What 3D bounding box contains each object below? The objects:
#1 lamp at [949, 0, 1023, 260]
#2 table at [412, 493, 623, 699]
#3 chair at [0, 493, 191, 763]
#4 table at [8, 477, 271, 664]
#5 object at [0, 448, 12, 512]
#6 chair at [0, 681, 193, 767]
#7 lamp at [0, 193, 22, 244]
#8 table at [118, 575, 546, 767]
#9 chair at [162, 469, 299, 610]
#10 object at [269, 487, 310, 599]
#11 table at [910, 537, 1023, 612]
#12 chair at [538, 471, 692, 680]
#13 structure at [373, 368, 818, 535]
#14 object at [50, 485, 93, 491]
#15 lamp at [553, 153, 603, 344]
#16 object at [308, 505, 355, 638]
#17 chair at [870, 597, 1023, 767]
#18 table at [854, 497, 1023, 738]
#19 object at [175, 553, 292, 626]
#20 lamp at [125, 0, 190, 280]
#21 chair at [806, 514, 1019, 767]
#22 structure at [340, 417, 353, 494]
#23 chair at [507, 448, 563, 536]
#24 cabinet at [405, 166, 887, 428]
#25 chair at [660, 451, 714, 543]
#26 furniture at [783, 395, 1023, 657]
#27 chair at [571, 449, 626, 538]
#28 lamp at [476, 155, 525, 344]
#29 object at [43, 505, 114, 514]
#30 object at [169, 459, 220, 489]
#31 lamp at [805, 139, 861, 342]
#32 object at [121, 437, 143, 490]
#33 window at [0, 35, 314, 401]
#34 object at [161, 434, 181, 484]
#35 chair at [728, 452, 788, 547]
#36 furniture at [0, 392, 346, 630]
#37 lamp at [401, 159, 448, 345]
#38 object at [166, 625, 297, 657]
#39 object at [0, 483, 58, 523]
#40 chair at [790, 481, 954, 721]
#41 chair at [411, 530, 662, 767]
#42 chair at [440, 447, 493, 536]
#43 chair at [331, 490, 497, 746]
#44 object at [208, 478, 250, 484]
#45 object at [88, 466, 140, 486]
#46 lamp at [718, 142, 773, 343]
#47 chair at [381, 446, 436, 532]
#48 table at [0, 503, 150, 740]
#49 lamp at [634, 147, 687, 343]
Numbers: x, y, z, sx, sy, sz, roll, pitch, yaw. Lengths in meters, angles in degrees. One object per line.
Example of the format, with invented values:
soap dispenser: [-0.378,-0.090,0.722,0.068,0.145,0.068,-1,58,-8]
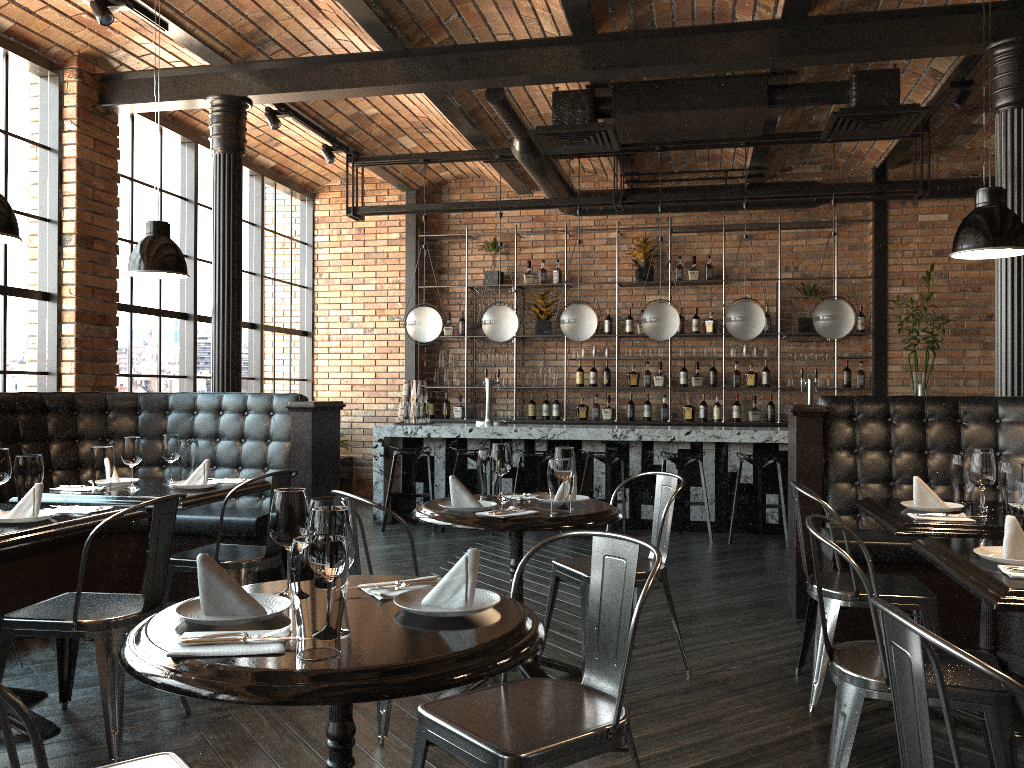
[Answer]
lamp: [1.912,-1.343,3.548,0.291,1.653,0.291,0,0,-33]
table: [0.020,0.878,3.675,0.866,0.758,0.866,0,0,-24]
chair: [-1.477,0.818,3.147,0.558,0.857,0.504,0,0,7]
table: [-1.743,0.875,4.303,0.872,0.758,0.872,0,0,12]
object: [-1.935,0.367,3.336,0.092,0.244,0.092,0,0,-27]
chair: [-0.791,0.811,1.605,0.558,0.857,0.504,1,0,-38]
lamp: [-1.952,-1.360,3.246,0.291,1.653,0.291,0,0,37]
table: [-0.364,0.864,1.880,0.866,0.758,0.866,0,0,-24]
chair: [-1.316,0.826,4.179,0.558,0.857,0.504,0,0,17]
object: [-0.511,0.364,2.038,0.092,0.244,0.092,0,0,-25]
table: [1.658,0.876,2.433,0.872,0.758,0.872,0,0,12]
chair: [0.465,0.831,3.954,0.558,0.857,0.504,0,0,-23]
structure: [1.550,0.578,8.477,5.346,1.430,1.930,0,0,12]
object: [-2.012,0.485,4.164,0.255,0.019,0.157,0,0,13]
lamp: [0.609,-1.243,8.063,0.340,1.754,0.340,0,0,-32]
object: [-0.352,0.362,1.721,0.092,0.244,0.092,0,0,9]
chair: [0.926,0.817,1.507,0.558,0.857,0.504,0,0,2]
table: [1.889,0.884,3.512,0.872,0.758,0.872,0,0,12]
object: [-0.581,0.421,1.856,0.232,0.139,0.232,0,0,8]
lamp: [-1.722,-1.352,4.324,0.291,1.653,0.291,0,0,-33]
chair: [1.134,0.824,2.537,0.558,0.857,0.504,0,0,22]
structure: [-2.434,0.741,8.254,0.757,1.072,4.107,0,0,11]
chair: [0.221,0.913,7.625,0.475,0.737,0.414,0,0,7]
cabinet: [0.458,-0.529,9.883,7.075,3.779,0.564,0,0,12]
chair: [1.416,0.916,7.370,0.475,0.737,0.414,0,0,7]
furniture: [1.998,0.650,2.375,1.979,1.212,5.451,0,0,12]
chair: [0.789,0.915,7.504,0.475,0.737,0.414,0,0,22]
lamp: [-0.108,-1.245,8.216,0.340,1.754,0.340,0,0,-32]
object: [-1.701,0.482,3.445,0.255,0.019,0.157,0,0,13]
object: [-1.532,0.433,4.284,0.232,0.139,0.232,0,0,9]
lamp: [2.759,-1.238,7.604,0.340,1.754,0.340,0,0,-32]
object: [-1.790,0.373,4.176,0.092,0.244,0.092,0,0,-27]
window: [-4.078,-0.642,2.423,0.168,3.253,16.179,0,0,12]
object: [-1.703,0.375,4.424,0.092,0.244,0.092,0,0,-27]
chair: [2.021,0.918,7.241,0.475,0.737,0.414,0,0,17]
furniture: [-2.630,0.639,3.367,1.979,1.212,5.451,0,0,12]
lamp: [-0.825,-1.246,8.369,0.340,1.754,0.340,0,0,-32]
object: [-0.499,0.475,1.652,0.255,0.019,0.157,0,0,-7]
object: [-1.765,0.425,3.196,0.232,0.139,0.232,0,0,9]
chair: [1.418,0.832,3.581,0.558,0.857,0.504,0,0,12]
chair: [0.062,0.818,2.160,0.558,0.857,0.504,1,0,-38]
chair: [-0.330,0.912,7.743,0.475,0.737,0.414,0,0,17]
chair: [-0.393,0.824,3.396,0.558,0.857,0.504,0,0,-33]
object: [-1.468,0.490,4.533,0.255,0.019,0.157,0,0,13]
object: [-1.966,0.432,4.382,0.232,0.139,0.232,0,0,6]
lamp: [2.042,-1.240,7.757,0.340,1.754,0.340,0,0,-32]
chair: [-0.889,0.911,7.862,0.475,0.737,0.414,0,0,2]
table: [-1.973,0.867,3.223,0.872,0.758,0.872,0,0,12]
lamp: [1.325,-1.241,7.910,0.340,1.754,0.340,0,0,-32]
